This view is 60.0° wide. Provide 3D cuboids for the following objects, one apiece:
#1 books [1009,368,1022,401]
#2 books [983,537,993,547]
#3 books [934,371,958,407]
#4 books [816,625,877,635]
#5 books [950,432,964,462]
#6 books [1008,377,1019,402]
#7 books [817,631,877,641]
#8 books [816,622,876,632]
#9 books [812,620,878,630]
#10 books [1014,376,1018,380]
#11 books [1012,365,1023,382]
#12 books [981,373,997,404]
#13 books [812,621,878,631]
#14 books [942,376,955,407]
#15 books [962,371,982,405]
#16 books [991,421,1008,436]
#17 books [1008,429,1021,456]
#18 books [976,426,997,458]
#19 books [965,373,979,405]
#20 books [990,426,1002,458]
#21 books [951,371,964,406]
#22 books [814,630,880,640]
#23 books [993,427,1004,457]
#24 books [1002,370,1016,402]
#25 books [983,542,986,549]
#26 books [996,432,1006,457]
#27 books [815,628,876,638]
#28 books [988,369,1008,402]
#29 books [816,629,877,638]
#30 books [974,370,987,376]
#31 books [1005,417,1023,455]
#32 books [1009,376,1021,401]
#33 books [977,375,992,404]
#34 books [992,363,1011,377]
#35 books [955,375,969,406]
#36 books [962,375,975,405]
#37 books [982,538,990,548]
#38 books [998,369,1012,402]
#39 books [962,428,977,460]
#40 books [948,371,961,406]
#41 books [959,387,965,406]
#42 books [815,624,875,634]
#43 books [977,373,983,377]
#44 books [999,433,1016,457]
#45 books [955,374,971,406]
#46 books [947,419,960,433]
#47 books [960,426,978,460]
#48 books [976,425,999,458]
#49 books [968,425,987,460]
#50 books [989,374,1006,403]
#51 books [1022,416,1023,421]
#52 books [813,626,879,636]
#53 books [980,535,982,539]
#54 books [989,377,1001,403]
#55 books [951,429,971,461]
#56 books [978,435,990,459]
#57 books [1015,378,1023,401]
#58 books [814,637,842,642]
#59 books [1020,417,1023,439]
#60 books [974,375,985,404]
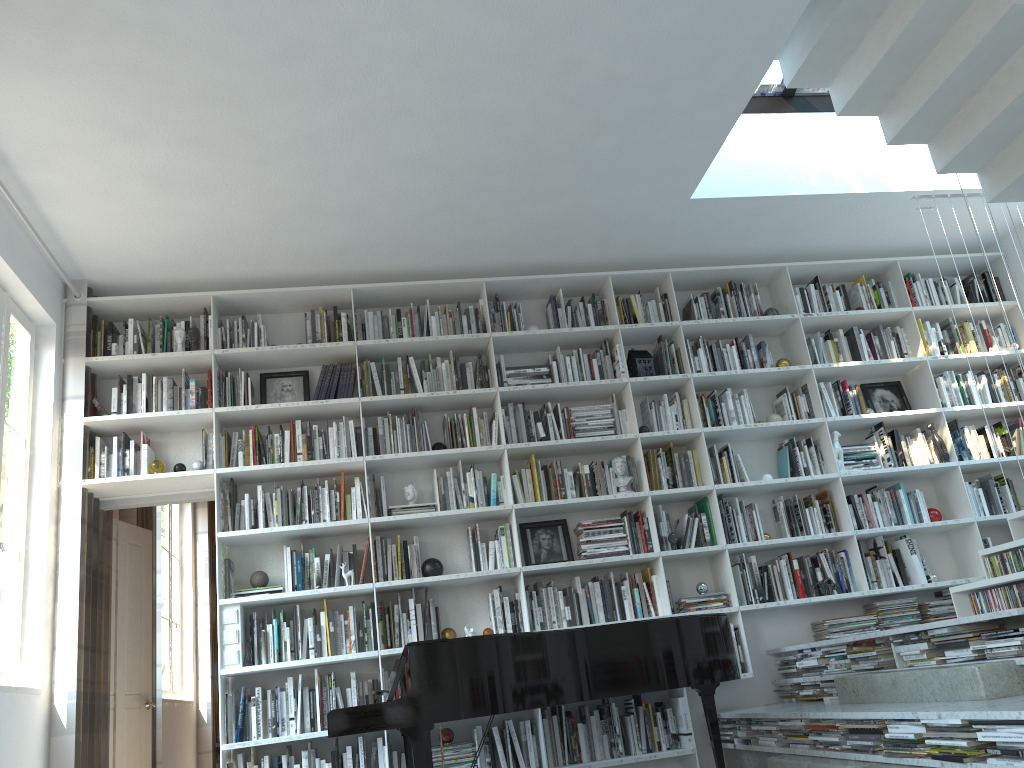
[{"bbox_3d":[3.495,0.049,6.225,0.013,0.282,0.149,-4,-19,-10],"label":"books"},{"bbox_3d":[3.029,1.113,5.668,0.030,0.237,0.152,-4,-19,-10],"label":"books"},{"bbox_3d":[2.980,0.076,6.109,0.014,0.284,0.186,-4,-19,-10],"label":"books"},{"bbox_3d":[2.056,1.516,5.464,0.308,0.008,0.196,-2,-20,-15],"label":"books"},{"bbox_3d":[2.967,0.461,6.007,0.066,0.235,0.144,-4,-19,-10],"label":"books"},{"bbox_3d":[3.446,0.081,6.189,0.025,0.211,0.189,-4,-19,-10],"label":"books"},{"bbox_3d":[2.059,1.552,5.454,0.308,0.008,0.196,-3,-20,-14],"label":"books"},{"bbox_3d":[2.056,1.501,5.470,0.308,0.008,0.196,-6,-19,-5],"label":"books"},{"bbox_3d":[2.053,1.490,5.482,0.345,0.007,0.194,-5,-20,-8],"label":"books"},{"bbox_3d":[3.542,0.077,6.243,0.024,0.229,0.131,-4,-19,-10],"label":"books"},{"bbox_3d":[3.570,0.036,6.230,0.042,0.291,0.187,-4,-19,-10],"label":"books"},{"bbox_3d":[3.280,0.073,6.174,0.023,0.257,0.184,-4,-19,-10],"label":"books"},{"bbox_3d":[2.055,1.496,5.477,0.345,0.007,0.194,-3,-20,-13],"label":"books"},{"bbox_3d":[2.960,0.096,6.113,0.026,0.255,0.174,-4,-19,-10],"label":"books"},{"bbox_3d":[3.169,0.069,6.158,0.030,0.282,0.167,-4,-19,-10],"label":"books"},{"bbox_3d":[3.345,0.410,6.070,0.026,0.277,0.170,-4,-19,-10],"label":"books"},{"bbox_3d":[3.407,0.433,6.058,0.088,0.216,0.167,-4,-19,-10],"label":"books"},{"bbox_3d":[3.200,0.431,6.028,0.022,0.246,0.181,-4,-19,-10],"label":"books"},{"bbox_3d":[3.146,0.079,6.146,0.022,0.261,0.173,-4,-19,-10],"label":"books"},{"bbox_3d":[3.264,0.429,6.058,0.012,0.253,0.161,-4,-19,-10],"label":"books"},{"bbox_3d":[3.040,0.074,6.134,0.012,0.291,0.166,-4,-19,-10],"label":"books"},{"bbox_3d":[2.058,1.544,5.454,0.345,0.007,0.194,-6,-19,-5],"label":"books"},{"bbox_3d":[3.283,0.431,6.063,0.025,0.248,0.134,-4,-19,-10],"label":"books"},{"bbox_3d":[3.416,0.057,6.195,0.028,0.267,0.174,-4,-19,-10],"label":"books"},{"bbox_3d":[2.975,1.129,5.657,0.031,0.213,0.165,-4,-19,-10],"label":"books"},{"bbox_3d":[3.304,0.450,6.062,0.014,0.206,0.138,-4,-19,-10],"label":"books"},{"bbox_3d":[2.055,1.533,5.467,0.308,0.008,0.196,-5,-20,-8],"label":"books"},{"bbox_3d":[3.382,0.055,6.197,0.012,0.282,0.152,-4,-19,-10],"label":"books"},{"bbox_3d":[2.057,1.538,5.459,0.308,0.008,0.196,-5,-19,-6],"label":"books"},{"bbox_3d":[3.308,0.062,6.203,0.024,0.290,0.133,-4,-19,-10],"label":"books"},{"bbox_3d":[3.442,0.394,6.079,0.072,0.290,0.170,-4,-19,-10],"label":"books"},{"bbox_3d":[3.469,0.079,6.203,0.025,0.219,0.178,-4,-19,-10],"label":"books"},{"bbox_3d":[3.249,0.080,6.160,0.045,0.244,0.177,-4,-19,-10],"label":"books"},{"bbox_3d":[3.478,0.031,6.239,0.013,0.329,0.140,-4,-19,-10],"label":"books"},{"bbox_3d":[3.080,0.086,6.136,0.013,0.259,0.159,-4,-19,-10],"label":"books"},{"bbox_3d":[3.123,0.083,6.143,0.024,0.258,0.157,-4,-19,-10],"label":"books"},{"bbox_3d":[3.007,1.116,5.662,0.014,0.232,0.184,-4,-19,-10],"label":"books"},{"bbox_3d":[3.395,0.055,6.195,0.013,0.276,0.188,-4,-19,-10],"label":"books"},{"bbox_3d":[3.049,0.441,5.996,0.026,0.245,0.181,-4,-19,-10],"label":"books"},{"bbox_3d":[3.021,0.077,6.143,0.022,0.296,0.162,-4,-19,-10],"label":"books"},{"bbox_3d":[3.064,0.130,6.132,0.027,0.179,0.157,-4,-19,-10],"label":"books"},{"bbox_3d":[2.053,1.513,5.479,0.308,0.008,0.196,-4,-20,-10],"label":"books"},{"bbox_3d":[3.292,0.073,6.201,0.010,0.272,0.130,-4,-19,-10],"label":"books"},{"bbox_3d":[3.330,0.447,6.024,0.024,0.180,0.191,-4,-19,-10],"label":"books"},{"bbox_3d":[3.097,0.083,6.150,0.025,0.270,0.153,-4,-19,-10],"label":"books"},{"bbox_3d":[3.023,0.413,6.023,0.012,0.321,0.142,-4,-19,-10],"label":"books"},{"bbox_3d":[3.070,0.434,6.014,0.022,0.264,0.157,-4,-19,-10],"label":"books"},{"bbox_3d":[3.222,0.427,6.043,0.029,0.258,0.172,-4,-19,-10],"label":"books"},{"bbox_3d":[3.110,0.429,6.009,0.056,0.260,0.177,-4,-19,-10],"label":"books"},{"bbox_3d":[3.364,0.073,6.197,0.025,0.251,0.160,-4,-19,-10],"label":"books"},{"bbox_3d":[3.504,0.383,6.078,0.018,0.292,0.170,-4,-19,-10],"label":"books"},{"bbox_3d":[2.056,1.526,5.469,0.345,0.007,0.194,-3,-20,-12],"label":"books"},{"bbox_3d":[2.988,1.096,5.687,0.011,0.292,0.145,-4,-19,-10],"label":"books"},{"bbox_3d":[3.337,0.086,6.200,0.028,0.236,0.146,-4,-19,-10],"label":"books"},{"bbox_3d":[3.013,0.445,5.990,0.022,0.242,0.171,-4,-19,-10],"label":"books"},{"bbox_3d":[3.153,0.460,6.004,0.023,0.188,0.170,-4,-19,-10],"label":"books"},{"bbox_3d":[3.523,0.083,6.200,0.029,0.194,0.192,-4,-19,-10],"label":"books"},{"bbox_3d":[2.060,1.559,5.452,0.345,0.007,0.194,-5,-19,-6],"label":"books"},{"bbox_3d":[3.479,0.389,6.087,0.033,0.293,0.170,-4,-19,-10],"label":"books"},{"bbox_3d":[3.218,0.085,6.175,0.012,0.253,0.161,-4,-19,-10],"label":"books"}]
